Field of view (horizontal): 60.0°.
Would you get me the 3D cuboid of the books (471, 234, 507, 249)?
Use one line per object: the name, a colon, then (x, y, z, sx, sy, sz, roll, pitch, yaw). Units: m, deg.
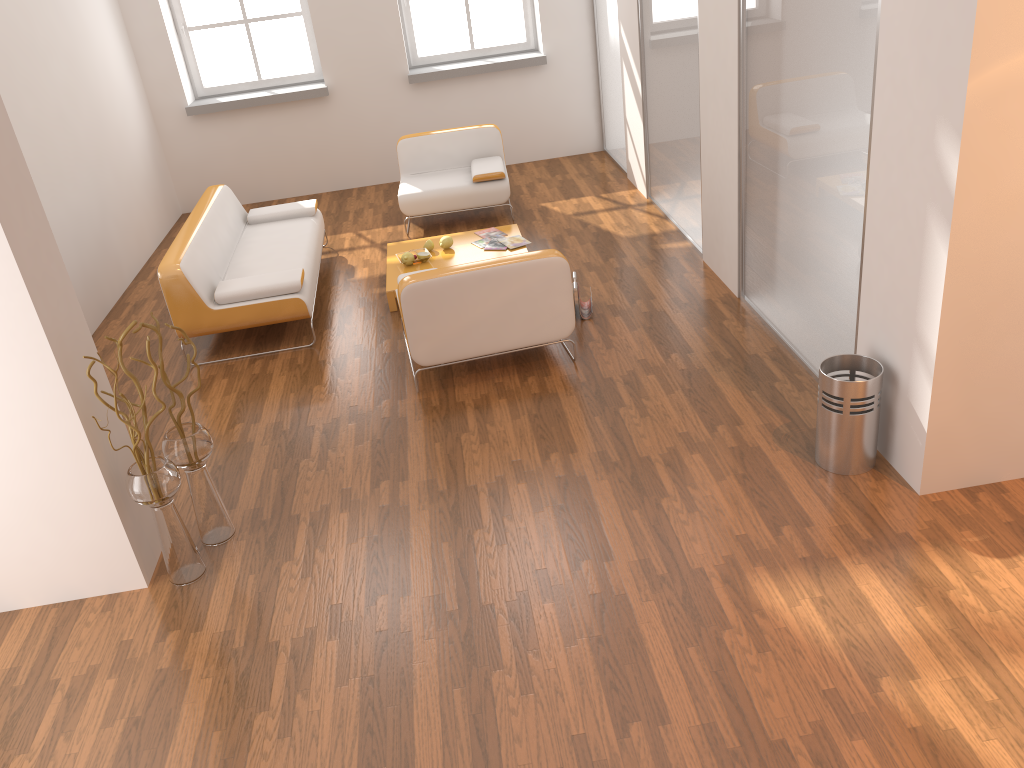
books: (-0.159, -1.045, 6.493, 0.249, 0.004, 0.171, -22, 31, -25)

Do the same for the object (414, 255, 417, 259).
object: (-0.713, -0.904, 6.317, 0.134, 0.037, 0.061, -6, 28, 4)

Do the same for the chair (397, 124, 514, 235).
chair: (-0.498, -1.752, 7.520, 0.923, 0.661, 0.825, -8, 28, 0)

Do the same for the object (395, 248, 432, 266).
object: (-0.695, -0.892, 6.296, 0.227, 0.048, 0.227, -14, 29, -12)

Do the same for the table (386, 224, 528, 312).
table: (-0.389, -0.854, 6.359, 1.000, 0.150, 1.000, -9, 28, -3)

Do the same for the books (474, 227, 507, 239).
books: (-0.161, -1.126, 6.644, 0.171, 0.004, 0.249, -19, 30, -20)

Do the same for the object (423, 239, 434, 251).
object: (-0.607, -1.007, 6.447, 0.080, 0.087, 0.094, 4, 30, 21)

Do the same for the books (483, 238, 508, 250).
books: (-0.091, -1.014, 6.409, 0.171, 0.004, 0.249, 2, 29, 17)

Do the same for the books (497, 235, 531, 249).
books: (0.017, -1.026, 6.394, 0.171, 0.004, 0.249, -17, 29, -18)

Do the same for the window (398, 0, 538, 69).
window: (-0.483, -3.977, 8.423, 1.308, 1.737, 0.142, -9, 28, -3)

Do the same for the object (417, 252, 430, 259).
object: (-0.622, -0.895, 6.268, 0.091, 0.065, 0.092, -30, 35, -36)

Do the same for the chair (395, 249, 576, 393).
chair: (-0.187, -0.491, 5.081, 0.923, 0.661, 0.825, -12, 28, -7)

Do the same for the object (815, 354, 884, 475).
object: (1.418, 0.129, 3.742, 0.248, 0.450, 0.248, 14, 35, 35)

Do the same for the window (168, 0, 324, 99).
window: (-2.560, -3.642, 8.325, 1.308, 1.737, 0.142, -9, 28, -3)

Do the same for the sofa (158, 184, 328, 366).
sofa: (-1.810, -0.912, 6.285, 0.825, 0.661, 2.010, -10, 28, -4)

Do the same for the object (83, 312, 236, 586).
object: (-1.387, 0.290, 3.448, 0.284, 1.112, 0.655, 1, 29, 16)

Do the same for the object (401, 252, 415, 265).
object: (-0.730, -0.880, 6.225, 0.102, 0.095, 0.101, -25, 32, -29)

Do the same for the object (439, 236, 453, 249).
object: (-0.479, -1.030, 6.453, 0.105, 0.091, 0.103, -12, 28, -8)

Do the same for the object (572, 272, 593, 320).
object: (0.399, -0.548, 5.517, 0.189, 0.217, 0.281, -5, 28, 5)
